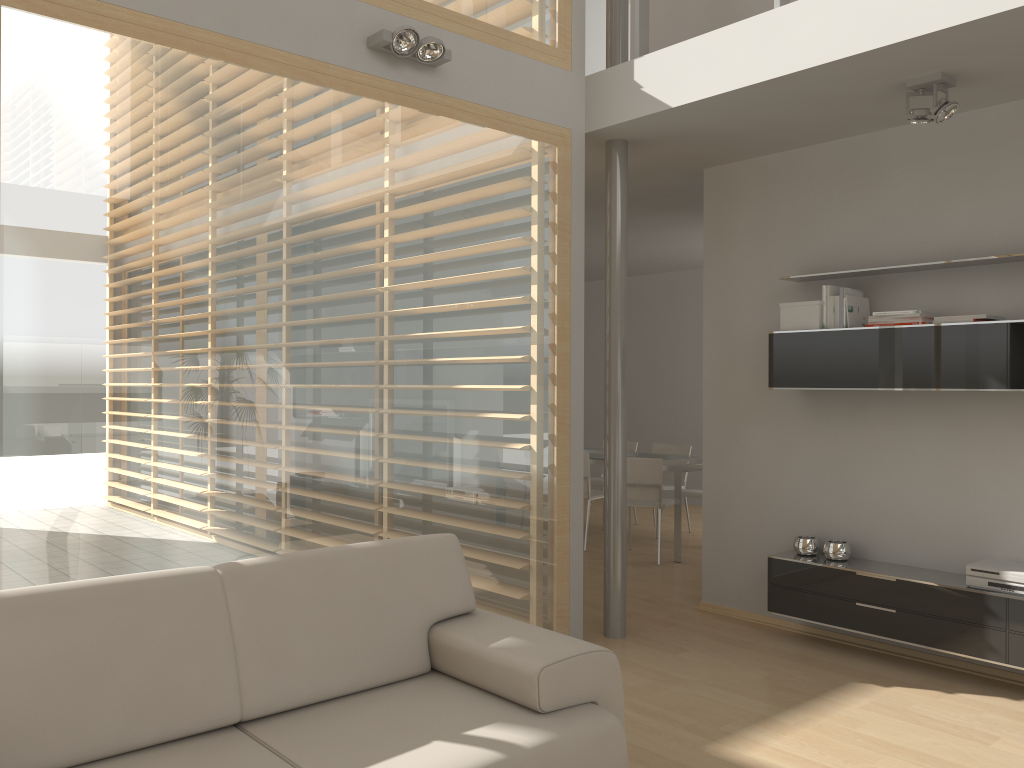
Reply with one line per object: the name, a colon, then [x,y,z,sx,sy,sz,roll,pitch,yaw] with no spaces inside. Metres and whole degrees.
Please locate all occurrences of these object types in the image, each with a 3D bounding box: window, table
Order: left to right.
window: [-0.727,0.020,3.727,2.525,2.500,0.020,0,0,-41]
window: [-0.715,-2.830,3.729,2.525,2.200,0.020,0,0,-41]
table: [0.916,1.002,7.955,0.900,0.746,2.199,0,0,-41]

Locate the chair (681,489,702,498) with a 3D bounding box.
chair: [1.744,0.976,7.741,0.501,0.807,0.455,0,0,-41]

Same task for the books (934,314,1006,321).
books: [2.130,-0.303,4.126,0.227,0.017,0.230,0,0,-41]

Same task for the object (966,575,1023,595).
object: [2.263,0.897,3.979,0.262,0.049,0.349,0,0,-41]

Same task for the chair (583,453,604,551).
chair: [0.618,0.972,7.621,0.455,0.807,0.501,0,0,44]

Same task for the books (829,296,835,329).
books: [1.719,-0.365,4.614,0.230,0.169,0.027,0,0,-41]

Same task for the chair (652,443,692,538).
chair: [1.344,0.975,8.246,0.501,0.807,0.455,0,0,-41]

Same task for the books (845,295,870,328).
books: [1.781,-0.365,4.559,0.230,0.169,0.023,0,0,-41]

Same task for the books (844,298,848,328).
books: [1.762,-0.359,4.561,0.207,0.156,0.009,0,0,-41]

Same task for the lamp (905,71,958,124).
lamp: [1.820,-1.222,3.846,0.150,0.195,0.214,0,0,-41]

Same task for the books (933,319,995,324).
books: [2.125,-0.287,4.139,0.254,0.015,0.190,0,0,-35]

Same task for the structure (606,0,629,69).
structure: [0.580,-2.824,4.850,0.121,2.400,0.122,0,0,37]

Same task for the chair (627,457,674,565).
chair: [1.053,0.973,7.064,0.455,0.807,0.501,0,0,29]

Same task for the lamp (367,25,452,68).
lamp: [-0.426,-1.459,3.848,0.360,0.110,0.183,0,0,-41]

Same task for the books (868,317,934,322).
books: [1.915,-0.311,4.355,0.254,0.015,0.190,0,0,45]

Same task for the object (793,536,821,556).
object: [1.591,0.874,4.788,0.143,0.091,0.143,0,0,-9]

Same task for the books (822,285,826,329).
books: [1.694,-0.394,4.646,0.230,0.227,0.017,0,0,-41]

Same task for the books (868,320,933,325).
books: [1.922,-0.298,4.348,0.190,0.011,0.268,0,0,-40]

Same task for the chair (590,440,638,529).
chair: [0.914,0.973,8.722,0.501,0.807,0.455,0,0,-41]

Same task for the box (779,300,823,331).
box: [1.590,-0.355,4.721,0.232,0.149,0.232,0,0,-41]

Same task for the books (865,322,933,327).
books: [1.924,-0.286,4.345,0.210,0.013,0.297,0,0,-41]

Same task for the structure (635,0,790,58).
structure: [2.237,-2.068,2.715,0.080,0.900,5.400,0,0,-41]

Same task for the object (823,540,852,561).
object: [1.708,0.874,4.655,0.143,0.091,0.143,0,0,-9]

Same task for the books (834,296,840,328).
books: [1.744,-0.365,4.599,0.230,0.169,0.027,0,0,-41]

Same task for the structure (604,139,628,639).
structure: [0.568,0.026,4.848,0.121,2.700,0.122,0,0,37]

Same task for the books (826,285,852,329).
books: [1.711,-0.394,4.636,0.230,0.227,0.017,0,0,-41]

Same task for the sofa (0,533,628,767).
sofa: [-0.707,0.945,2.399,2.093,0.846,1.168,0,0,-41]

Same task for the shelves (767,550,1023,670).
shelves: [2.882,1.080,3.271,0.300,0.312,4.236,0,0,-41]

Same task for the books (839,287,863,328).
books: [1.750,-0.385,4.572,0.207,0.210,0.021,0,0,-41]

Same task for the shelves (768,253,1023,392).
shelves: [2.887,-0.119,3.272,0.300,0.914,4.236,0,0,-41]

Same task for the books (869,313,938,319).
books: [1.918,-0.326,4.347,0.190,0.015,0.254,0,0,-40]

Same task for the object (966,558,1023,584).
object: [2.263,0.848,3.979,0.262,0.049,0.349,0,0,-41]

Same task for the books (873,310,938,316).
books: [1.930,-0.342,4.353,0.227,0.017,0.230,0,0,44]
